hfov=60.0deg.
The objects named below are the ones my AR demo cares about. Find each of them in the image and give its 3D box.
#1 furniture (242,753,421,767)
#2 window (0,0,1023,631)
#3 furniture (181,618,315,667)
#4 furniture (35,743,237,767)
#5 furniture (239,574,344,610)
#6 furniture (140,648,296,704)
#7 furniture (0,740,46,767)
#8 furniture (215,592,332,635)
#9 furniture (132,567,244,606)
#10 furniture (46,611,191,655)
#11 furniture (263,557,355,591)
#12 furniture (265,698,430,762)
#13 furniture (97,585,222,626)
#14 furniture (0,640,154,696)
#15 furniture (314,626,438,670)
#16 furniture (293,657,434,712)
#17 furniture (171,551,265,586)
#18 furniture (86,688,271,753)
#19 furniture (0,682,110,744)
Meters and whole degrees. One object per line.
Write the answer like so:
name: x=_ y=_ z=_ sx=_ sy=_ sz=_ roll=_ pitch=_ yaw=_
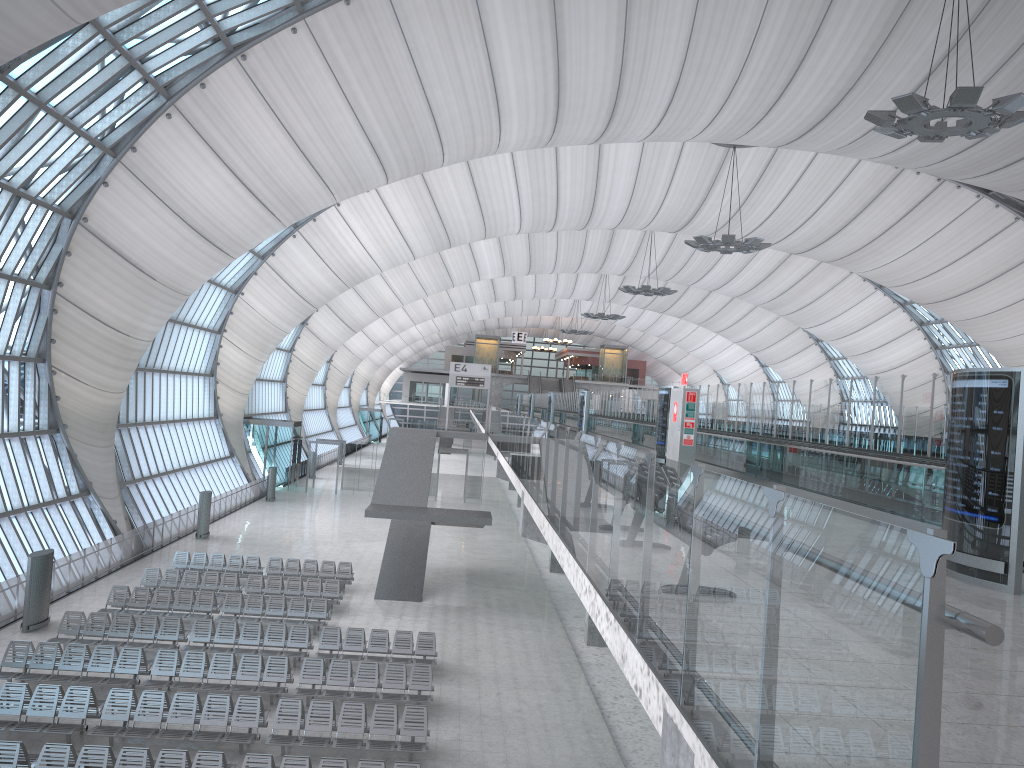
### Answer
furniture: x=-2.638 y=5.917 z=12.918 sx=2.705 sy=0.913 sz=1.572 roll=4 pitch=-1 yaw=-3
window: x=7.789 y=-1.472 z=78.699 sx=50.537 sy=20.004 sz=167.818 roll=4 pitch=-1 yaw=-3
furniture: x=-5.875 y=5.813 z=19.953 sx=2.705 sy=0.913 sz=1.572 roll=4 pitch=-1 yaw=-3
furniture: x=-5.471 y=5.703 z=12.762 sx=2.705 sy=0.913 sz=1.572 roll=4 pitch=-1 yaw=-3
furniture: x=-6.157 y=5.889 z=24.965 sx=2.705 sy=0.913 sz=1.572 roll=4 pitch=-1 yaw=-3
furniture: x=-5.740 y=5.776 z=17.556 sx=2.705 sy=0.913 sz=1.572 roll=4 pitch=-1 yaw=-3
furniture: x=-8.304 y=5.489 z=12.606 sx=2.705 sy=0.913 sz=1.572 roll=4 pitch=-1 yaw=-3
furniture: x=-6.025 y=5.853 z=22.620 sx=2.705 sy=0.913 sz=1.572 roll=4 pitch=-1 yaw=-3
furniture: x=-8.990 y=5.675 z=24.809 sx=2.705 sy=0.913 sz=1.572 roll=4 pitch=-1 yaw=-3
furniture: x=-8.708 y=5.599 z=19.797 sx=2.705 sy=0.913 sz=1.572 roll=4 pitch=-1 yaw=-3
furniture: x=-6.305 y=5.929 z=27.601 sx=2.705 sy=0.913 sz=1.572 roll=4 pitch=-1 yaw=-3
furniture: x=-2.772 y=5.954 z=15.315 sx=2.705 sy=0.913 sz=1.572 roll=4 pitch=-1 yaw=-3
furniture: x=-8.858 y=5.639 z=22.464 sx=2.705 sy=0.913 sz=1.572 roll=4 pitch=-1 yaw=-3
furniture: x=-8.574 y=5.562 z=17.400 sx=2.705 sy=0.913 sz=1.572 roll=4 pitch=-1 yaw=-3
furniture: x=-3.042 y=6.027 z=20.110 sx=2.705 sy=0.913 sz=1.572 roll=4 pitch=-1 yaw=-3
furniture: x=-2.907 y=5.990 z=17.712 sx=2.705 sy=0.913 sz=1.572 roll=4 pitch=-1 yaw=-3
furniture: x=-9.139 y=5.715 z=27.445 sx=2.705 sy=0.913 sz=1.572 roll=4 pitch=-1 yaw=-3
furniture: x=-5.606 y=5.740 z=15.159 sx=2.705 sy=0.913 sz=1.572 roll=4 pitch=-1 yaw=-3
furniture: x=-8.439 y=5.526 z=15.003 sx=2.705 sy=0.913 sz=1.572 roll=4 pitch=-1 yaw=-3
